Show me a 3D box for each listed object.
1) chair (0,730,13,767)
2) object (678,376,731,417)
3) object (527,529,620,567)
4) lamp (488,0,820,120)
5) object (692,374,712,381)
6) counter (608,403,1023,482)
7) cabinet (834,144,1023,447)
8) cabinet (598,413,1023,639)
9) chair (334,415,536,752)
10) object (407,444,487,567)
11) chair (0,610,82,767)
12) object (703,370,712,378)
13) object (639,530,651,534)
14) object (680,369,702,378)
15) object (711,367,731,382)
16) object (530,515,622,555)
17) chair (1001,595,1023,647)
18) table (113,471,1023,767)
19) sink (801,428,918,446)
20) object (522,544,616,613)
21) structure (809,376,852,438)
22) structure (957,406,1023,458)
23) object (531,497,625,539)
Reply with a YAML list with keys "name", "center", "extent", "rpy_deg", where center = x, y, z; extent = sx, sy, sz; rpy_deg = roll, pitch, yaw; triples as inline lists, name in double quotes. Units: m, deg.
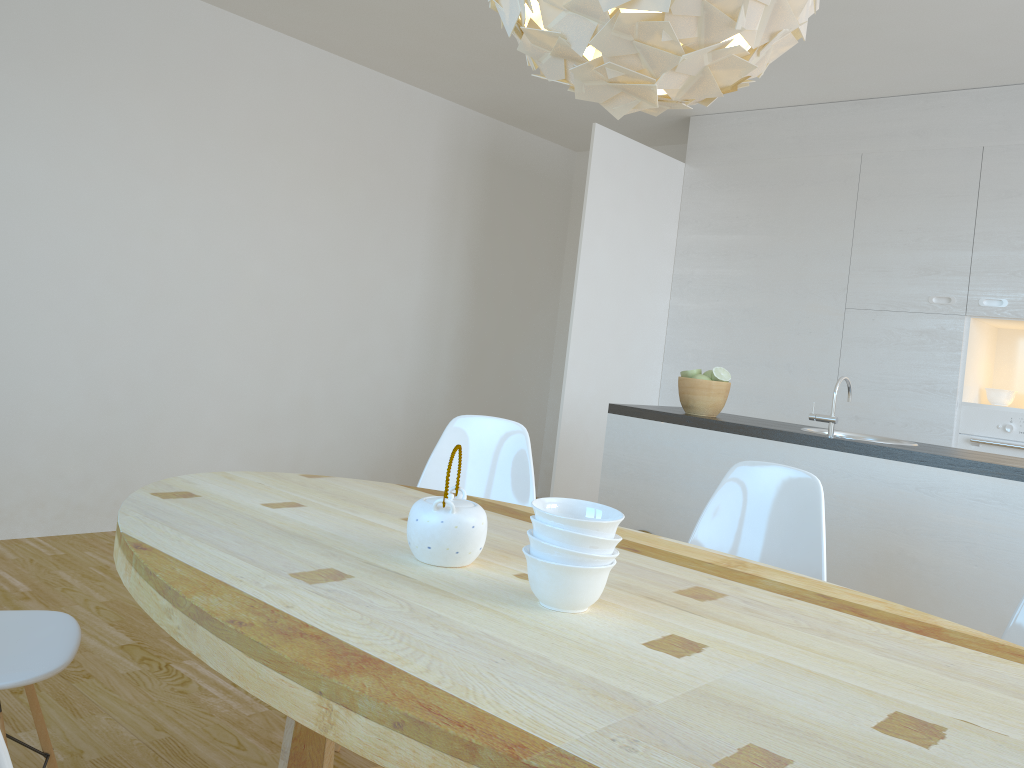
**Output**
- name: "chair"
  center: [-0.459, 0.589, 0.990]
  extent: [0.431, 0.902, 0.521]
  rpy_deg: [6, -1, 41]
- name: "object"
  center: [0.754, 0.053, 3.502]
  extent: [0.205, 0.142, 0.205]
  rpy_deg: [7, 1, 3]
- name: "object"
  center: [0.094, 0.292, 1.425]
  extent: [0.151, 0.093, 0.152]
  rpy_deg: [6, 1, -10]
- name: "lamp"
  center: [0.285, -1.050, 1.620]
  extent: [0.641, 1.136, 0.644]
  rpy_deg: [6, 0, 40]
- name: "object"
  center: [0.746, 0.005, 3.469]
  extent: [0.098, 0.085, 0.081]
  rpy_deg: [7, 0, 6]
- name: "counter"
  center: [1.484, 0.249, 3.022]
  extent: [2.409, 0.040, 0.598]
  rpy_deg: [9, 3, 41]
- name: "cabinet"
  center: [3.127, 0.081, 3.918]
  extent: [3.213, 2.303, 0.479]
  rpy_deg: [8, 0, 41]
- name: "cabinet"
  center: [1.429, 0.721, 3.012]
  extent: [2.409, 0.911, 0.598]
  rpy_deg: [8, 1, 41]
- name: "chair"
  center: [-0.171, 0.557, 2.592]
  extent: [0.430, 0.902, 0.522]
  rpy_deg: [7, 0, 11]
- name: "object"
  center: [-0.104, 0.219, 1.636]
  extent: [0.147, 0.212, 0.176]
  rpy_deg: [7, 0, 41]
- name: "chair"
  center: [-1.049, 0.495, 1.601]
  extent: [0.522, 0.902, 0.430]
  rpy_deg: [7, -1, -19]
- name: "object"
  center: [0.800, -0.007, 3.531]
  extent: [0.086, 0.099, 0.102]
  rpy_deg: [6, 1, -28]
- name: "object"
  center: [0.282, 0.803, 2.906]
  extent: [0.472, 0.502, 1.187]
  rpy_deg: [7, 2, 19]
- name: "object"
  center: [0.714, -0.031, 3.539]
  extent: [0.085, 0.065, 0.084]
  rpy_deg: [6, 1, -37]
- name: "object"
  center: [0.814, -0.031, 3.457]
  extent: [0.077, 0.072, 0.074]
  rpy_deg: [6, 1, -24]
- name: "object"
  center: [0.099, 0.269, 1.427]
  extent: [0.150, 0.096, 0.152]
  rpy_deg: [6, 2, -32]
- name: "chair"
  center: [0.997, 0.731, 1.666]
  extent: [0.521, 0.902, 0.431]
  rpy_deg: [7, -1, -29]
- name: "table"
  center: [0.033, 0.711, 1.545]
  extent: [2.198, 0.726, 1.189]
  rpy_deg: [8, 2, 40]
- name: "sink"
  center: [1.265, 0.268, 3.254]
  extent: [0.403, 0.157, 0.405]
  rpy_deg: [6, 2, -7]
- name: "object"
  center: [0.088, 0.315, 1.423]
  extent: [0.152, 0.082, 0.152]
  rpy_deg: [6, 2, -9]
- name: "structure"
  center: [1.129, 0.075, 3.120]
  extent: [0.097, 0.215, 0.161]
  rpy_deg: [6, 0, 41]
- name: "structure"
  center: [2.405, 0.436, 4.203]
  extent: [0.563, 0.596, 0.049]
  rpy_deg: [7, -1, 41]
- name: "object"
  center: [0.101, 0.241, 1.424]
  extent: [0.151, 0.087, 0.152]
  rpy_deg: [6, 2, -21]
